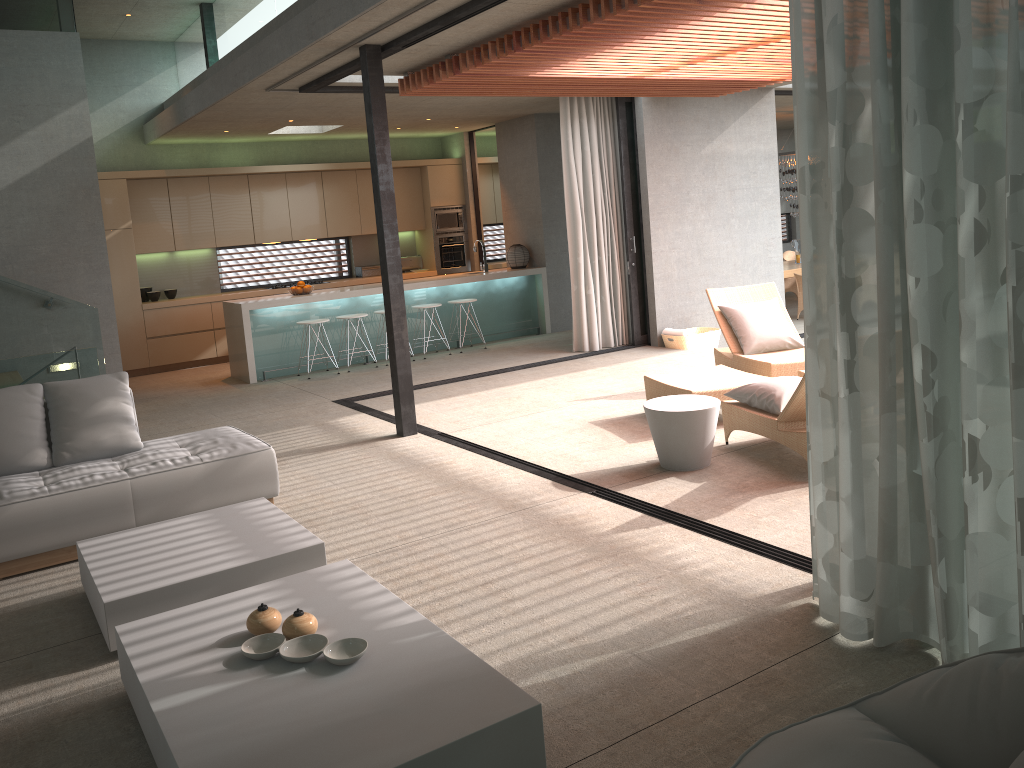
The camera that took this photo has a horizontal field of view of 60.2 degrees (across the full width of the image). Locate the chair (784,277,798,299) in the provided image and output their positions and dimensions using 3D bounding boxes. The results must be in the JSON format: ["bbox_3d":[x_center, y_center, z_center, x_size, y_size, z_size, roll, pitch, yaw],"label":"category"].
[{"bbox_3d":[4.715,-1.899,15.859,0.621,0.855,0.633,-9,9,-32],"label":"chair"}]

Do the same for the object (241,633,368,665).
[{"bbox_3d":[-0.671,0.862,2.857,0.436,0.039,0.156,-2,11,14],"label":"object"}]

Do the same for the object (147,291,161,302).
[{"bbox_3d":[-4.670,-1.140,11.533,0.169,0.125,0.171,4,13,44],"label":"object"}]

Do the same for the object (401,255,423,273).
[{"bbox_3d":[-1.587,-1.859,13.673,0.392,0.245,0.151,-11,9,-32],"label":"object"}]

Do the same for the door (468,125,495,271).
[{"bbox_3d":[-2.419,-0.448,8.061,5.772,4.431,15.499,0,11,30],"label":"door"}]

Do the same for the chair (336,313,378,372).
[{"bbox_3d":[-1.841,-0.490,10.331,0.384,0.618,0.383,-9,9,-32],"label":"chair"}]

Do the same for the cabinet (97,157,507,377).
[{"bbox_3d":[-1.874,-1.869,12.459,7.517,2.543,1.973,-11,10,-32],"label":"cabinet"}]

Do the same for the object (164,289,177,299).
[{"bbox_3d":[-4.543,-1.195,11.770,0.169,0.125,0.171,4,13,44],"label":"object"}]

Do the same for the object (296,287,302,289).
[{"bbox_3d":[-2.518,-1.103,10.448,0.081,0.080,0.081,-5,8,-3],"label":"object"}]

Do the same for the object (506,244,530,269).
[{"bbox_3d":[0.077,-1.761,12.192,0.343,0.331,0.341,-12,11,-40],"label":"object"}]

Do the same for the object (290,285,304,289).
[{"bbox_3d":[-2.551,-1.116,10.489,0.173,0.099,0.097,-3,9,13],"label":"object"}]

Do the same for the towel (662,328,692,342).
[{"bbox_3d":[1.952,-0.488,10.124,0.311,0.309,0.371,-10,10,-31],"label":"towel"}]

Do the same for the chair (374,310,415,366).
[{"bbox_3d":[-1.438,-0.571,10.583,0.384,0.618,0.383,-9,9,-32],"label":"chair"}]

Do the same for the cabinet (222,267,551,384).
[{"bbox_3d":[-1.447,-0.836,11.255,4.147,0.891,0.804,-11,10,-32],"label":"cabinet"}]

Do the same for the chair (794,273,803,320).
[{"bbox_3d":[4.666,-1.403,13.243,0.621,0.855,0.633,-9,9,-32],"label":"chair"}]

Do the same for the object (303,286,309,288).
[{"bbox_3d":[-2.443,-1.120,10.483,0.087,0.086,0.087,-12,11,-41],"label":"object"}]

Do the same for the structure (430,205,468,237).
[{"bbox_3d":[-1.071,-2.513,13.645,0.600,0.433,0.462,-10,10,-31],"label":"structure"}]

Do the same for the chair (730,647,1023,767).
[{"bbox_3d":[0.788,0.855,1.580,0.927,0.780,0.925,-9,10,-27],"label":"chair"}]

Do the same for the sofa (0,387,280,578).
[{"bbox_3d":[-2.302,0.454,5.133,1.606,0.726,1.017,-11,11,-31],"label":"sofa"}]

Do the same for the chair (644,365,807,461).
[{"bbox_3d":[1.707,-0.055,6.011,0.702,0.819,2.314,-7,10,-16],"label":"chair"}]

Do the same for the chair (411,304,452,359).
[{"bbox_3d":[-1.021,-0.656,10.848,0.384,0.618,0.383,-9,9,-32],"label":"chair"}]

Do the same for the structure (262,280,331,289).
[{"bbox_3d":[-3.040,-1.383,12.475,0.844,0.090,0.466,-11,12,-31],"label":"structure"}]

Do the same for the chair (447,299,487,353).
[{"bbox_3d":[-0.598,-0.741,11.115,0.384,0.618,0.383,-9,9,-32],"label":"chair"}]

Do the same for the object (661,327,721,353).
[{"bbox_3d":[2.080,-0.458,10.213,0.684,0.298,0.448,-11,11,-32],"label":"object"}]

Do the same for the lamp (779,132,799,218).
[{"bbox_3d":[4.892,-3.649,14.716,0.623,1.740,0.620,-9,8,-32],"label":"lamp"}]

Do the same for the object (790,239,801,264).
[{"bbox_3d":[4.859,-2.203,14.628,0.542,0.383,0.327,-7,8,-16],"label":"object"}]

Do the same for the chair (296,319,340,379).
[{"bbox_3d":[-2.238,-0.411,10.081,0.384,0.618,0.383,-9,9,-32],"label":"chair"}]

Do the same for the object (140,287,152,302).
[{"bbox_3d":[-4.841,-1.173,11.623,0.225,0.186,0.227,1,11,35],"label":"object"}]

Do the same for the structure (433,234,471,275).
[{"bbox_3d":[-1.020,-2.011,13.682,0.600,0.575,0.499,-10,10,-32],"label":"structure"}]

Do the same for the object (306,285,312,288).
[{"bbox_3d":[-2.438,-1.140,10.574,0.095,0.093,0.094,-12,11,-43],"label":"object"}]

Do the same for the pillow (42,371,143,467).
[{"bbox_3d":[-2.504,0.201,5.282,0.495,0.479,0.267,-10,9,-31],"label":"pillow"}]

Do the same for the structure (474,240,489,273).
[{"bbox_3d":[-0.438,-1.703,11.821,0.097,0.437,0.259,-9,8,-31],"label":"structure"}]

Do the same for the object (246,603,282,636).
[{"bbox_3d":[-0.856,0.808,3.047,0.119,0.105,0.121,-4,9,3],"label":"object"}]

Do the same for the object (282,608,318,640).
[{"bbox_3d":[-0.716,0.809,2.980,0.120,0.105,0.120,-9,10,-27],"label":"object"}]

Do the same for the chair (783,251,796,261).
[{"bbox_3d":[5.336,-2.023,16.249,0.621,0.855,0.633,-9,9,-32],"label":"chair"}]

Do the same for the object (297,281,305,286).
[{"bbox_3d":[-2.520,-1.185,10.565,0.095,0.093,0.095,-6,9,-12],"label":"object"}]

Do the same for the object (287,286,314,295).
[{"bbox_3d":[-2.514,-1.108,10.537,0.317,0.081,0.317,-11,12,-31],"label":"object"}]

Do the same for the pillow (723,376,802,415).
[{"bbox_3d":[1.780,0.057,5.687,0.597,0.192,0.598,-9,11,-20],"label":"pillow"}]

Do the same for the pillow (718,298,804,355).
[{"bbox_3d":[2.214,-0.516,7.865,0.610,0.423,0.430,-7,9,-14],"label":"pillow"}]

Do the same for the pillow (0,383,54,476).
[{"bbox_3d":[-2.911,0.271,5.029,0.495,0.493,0.239,-10,8,-31],"label":"pillow"}]

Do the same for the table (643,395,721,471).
[{"bbox_3d":[1.070,0.309,5.521,0.475,0.389,0.479,2,11,39],"label":"table"}]

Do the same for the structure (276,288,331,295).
[{"bbox_3d":[-2.882,-1.040,12.297,0.833,0.496,0.079,-11,8,-32],"label":"structure"}]

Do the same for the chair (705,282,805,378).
[{"bbox_3d":[2.404,-0.323,7.131,0.701,0.819,2.316,-7,10,-12],"label":"chair"}]

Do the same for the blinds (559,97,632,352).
[{"bbox_3d":[0.988,-1.870,10.220,0.891,2.908,0.230,-9,8,-35],"label":"blinds"}]

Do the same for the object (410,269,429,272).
[{"bbox_3d":[-1.396,-1.724,13.444,0.309,0.034,0.313,1,12,26],"label":"object"}]

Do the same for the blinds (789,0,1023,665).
[{"bbox_3d":[1.662,-0.438,2.283,0.224,2.897,2.436,-8,9,-32],"label":"blinds"}]

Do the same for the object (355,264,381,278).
[{"bbox_3d":[-2.126,-1.704,13.323,0.403,0.158,0.241,-11,11,-31],"label":"object"}]

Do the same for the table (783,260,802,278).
[{"bbox_3d":[5.015,-1.662,14.747,3.277,0.750,1.286,-11,11,-32],"label":"table"}]
